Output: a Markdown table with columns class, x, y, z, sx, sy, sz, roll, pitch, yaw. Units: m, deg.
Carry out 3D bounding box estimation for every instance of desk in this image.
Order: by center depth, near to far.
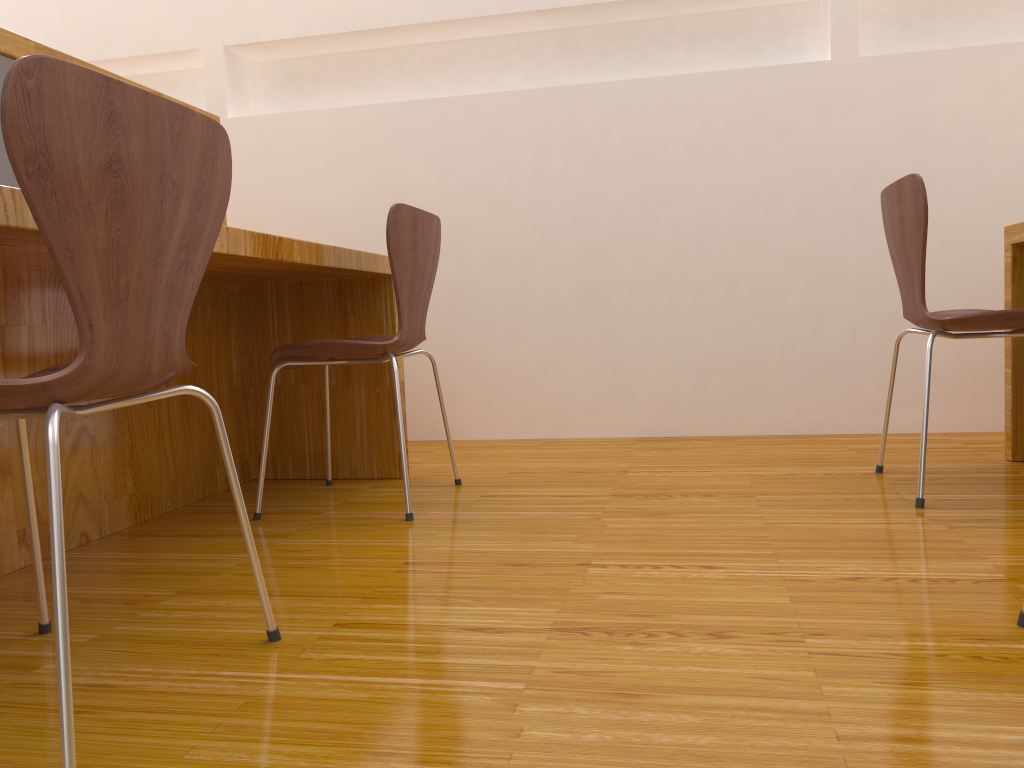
| class | x | y | z | sx | sy | sz | roll | pitch | yaw |
| --- | --- | --- | --- | --- | --- | --- | --- | --- | --- |
| desk | 1.726 | 0.088 | 0.643 | 1.527 | 0.785 | 3.243 | -2 | 4 | 12 |
| desk | -1.239 | -0.107 | 0.998 | 1.248 | 1.022 | 3.216 | -2 | 4 | 12 |

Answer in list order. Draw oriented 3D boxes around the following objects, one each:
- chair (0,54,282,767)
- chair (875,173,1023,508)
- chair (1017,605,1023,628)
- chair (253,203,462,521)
| class | x | y | z | sx | sy | sz | roll | pitch | yaw |
| --- | --- | --- | --- | --- | --- | --- | --- | --- | --- |
| chair | -0.556 | 0.034 | 1.028 | 0.381 | 0.693 | 0.428 | -2 | 4 | 12 |
| chair | 1.045 | -0.108 | 1.973 | 0.381 | 0.693 | 0.428 | -2 | 4 | 12 |
| chair | 0.784 | -0.018 | 0.887 | 0.381 | 0.693 | 0.428 | -2 | 4 | 12 |
| chair | -0.370 | -0.055 | 2.129 | 0.381 | 0.693 | 0.428 | -2 | 4 | 12 |
